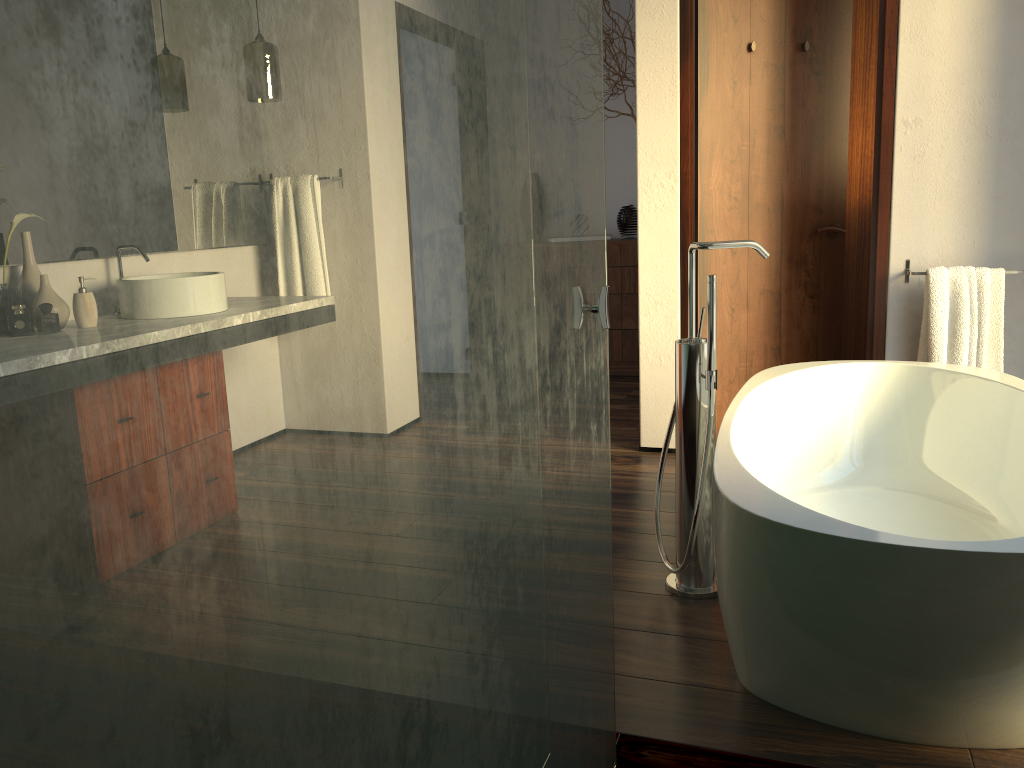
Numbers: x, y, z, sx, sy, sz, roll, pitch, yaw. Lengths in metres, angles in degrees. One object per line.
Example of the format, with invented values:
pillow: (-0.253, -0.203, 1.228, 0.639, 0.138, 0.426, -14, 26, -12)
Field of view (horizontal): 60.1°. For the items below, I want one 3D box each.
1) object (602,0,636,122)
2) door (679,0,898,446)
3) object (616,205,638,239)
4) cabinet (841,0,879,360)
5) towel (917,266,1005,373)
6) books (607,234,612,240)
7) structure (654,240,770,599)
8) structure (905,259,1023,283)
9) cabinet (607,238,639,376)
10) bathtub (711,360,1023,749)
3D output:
object: (0.589, -1.560, 5.069, 0.717, 1.449, 0.841, -8, 12, -26)
door: (1.063, -0.710, 3.470, 0.742, 1.946, 0.457, 2, 12, 21)
object: (0.692, -0.966, 5.268, 0.136, 0.200, 0.141, -8, 12, -25)
cabinet: (1.825, -1.153, 4.462, 1.508, 2.363, 0.353, 2, 12, 21)
towel: (1.552, -0.089, 3.069, 0.261, 0.637, 0.154, -2, 11, 4)
books: (0.456, -0.889, 5.386, 0.496, 0.034, 0.248, -3, 11, -3)
structure: (0.466, 0.086, 2.277, 0.240, 0.897, 0.282, -8, 12, -29)
structure: (1.599, -0.385, 3.020, 0.460, 0.088, 0.101, 2, 12, 21)
cabinet: (0.526, -0.470, 5.392, 1.158, 0.800, 0.396, 2, 12, 21)
bathtub: (0.886, 0.320, 2.066, 0.777, 0.485, 1.595, 1, 12, 19)
